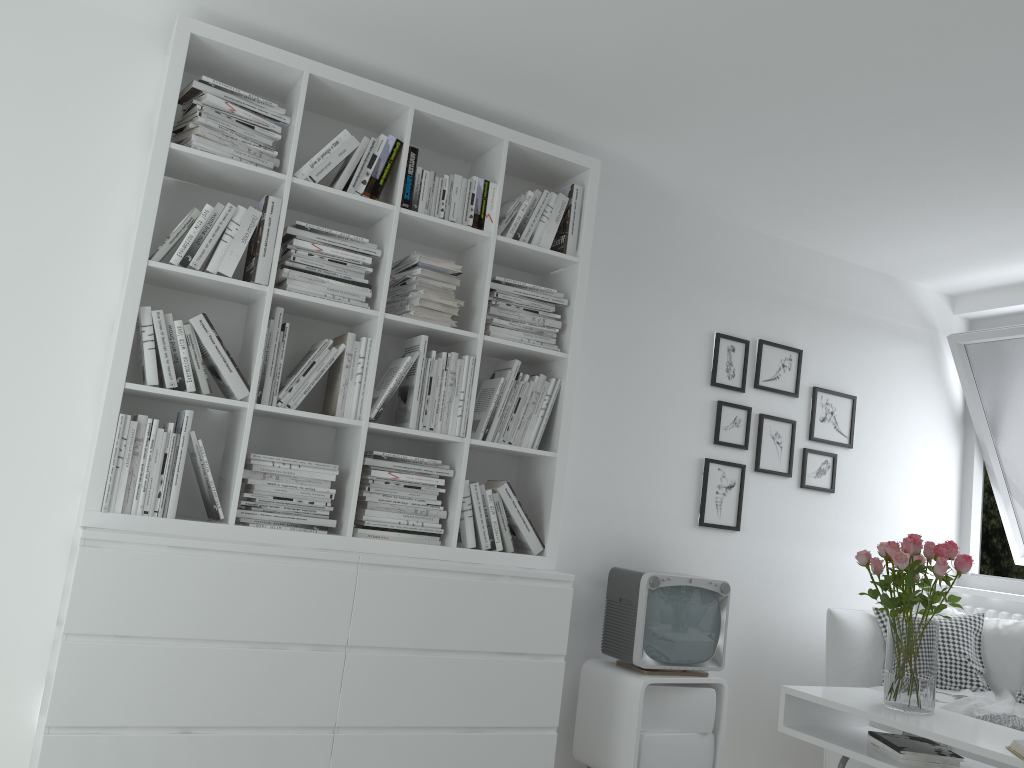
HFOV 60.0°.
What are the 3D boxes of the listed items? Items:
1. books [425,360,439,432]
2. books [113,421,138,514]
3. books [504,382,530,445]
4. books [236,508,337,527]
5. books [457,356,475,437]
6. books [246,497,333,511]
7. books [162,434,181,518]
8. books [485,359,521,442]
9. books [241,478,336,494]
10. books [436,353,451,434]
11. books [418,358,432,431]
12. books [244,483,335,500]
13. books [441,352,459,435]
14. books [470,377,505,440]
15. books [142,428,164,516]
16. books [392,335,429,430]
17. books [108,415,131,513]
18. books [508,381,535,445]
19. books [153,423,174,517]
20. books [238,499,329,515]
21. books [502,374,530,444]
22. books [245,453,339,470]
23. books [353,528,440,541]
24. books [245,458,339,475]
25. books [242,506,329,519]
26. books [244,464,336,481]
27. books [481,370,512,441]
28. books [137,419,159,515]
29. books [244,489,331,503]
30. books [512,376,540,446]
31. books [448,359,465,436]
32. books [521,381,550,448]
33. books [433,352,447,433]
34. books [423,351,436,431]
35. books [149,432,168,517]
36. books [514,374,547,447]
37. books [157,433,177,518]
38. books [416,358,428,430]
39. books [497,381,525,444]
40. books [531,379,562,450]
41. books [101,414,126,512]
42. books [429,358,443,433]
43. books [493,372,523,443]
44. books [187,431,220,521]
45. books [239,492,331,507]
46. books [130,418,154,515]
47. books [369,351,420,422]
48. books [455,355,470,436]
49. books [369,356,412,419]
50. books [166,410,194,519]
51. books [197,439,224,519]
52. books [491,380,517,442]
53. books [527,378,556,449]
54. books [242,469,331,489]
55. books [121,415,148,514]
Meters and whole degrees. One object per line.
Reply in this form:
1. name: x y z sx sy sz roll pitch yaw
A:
1. books: -0.315 0.046 3.161 0.012 0.254 0.161 11 -9 -27
2. books: -1.180 0.251 2.692 0.021 0.273 0.174 11 -9 -27
3. books: -0.016 0.116 3.354 0.077 0.248 0.161 11 -9 -27
4. books: -0.767 0.440 2.937 0.331 0.025 0.176 11 -9 -27
5. books: -0.197 0.051 3.216 0.016 0.288 0.182 11 -9 -27
6. books: -0.740 0.397 2.944 0.256 0.013 0.161 11 -9 -27
7. books: -1.066 0.283 2.750 0.013 0.254 0.161 11 -9 -27
8. books: -0.070 0.068 3.337 0.109 0.325 0.176 11 -9 -27
9. books: -0.756 0.341 2.969 0.288 0.016 0.182 11 -9 -27
10. books: -0.281 0.039 3.204 0.016 0.288 0.182 11 -9 -27
11. books: -0.335 0.040 3.148 0.013 0.256 0.161 11 -9 -27
12. books: -0.744 0.358 2.958 0.263 0.017 0.167 11 -9 -27
13. books: -0.260 0.039 3.215 0.028 0.296 0.180 11 -9 -27
14. books: -0.111 0.098 3.306 0.077 0.248 0.161 11 -9 -27
15. books: -1.113 0.270 2.729 0.017 0.263 0.167 11 -9 -27
16. books: -0.362 -0.001 3.147 0.025 0.331 0.176 11 -9 -27
17. books: -1.195 0.240 2.684 0.016 0.288 0.182 11 -9 -27
18. books: -0.005 0.115 3.370 0.085 0.258 0.167 11 -9 -27
19. books: -1.086 0.263 2.741 0.012 0.285 0.159 11 -9 -27
20. books: -0.774 0.409 2.953 0.288 0.016 0.182 11 -9 -27
21. books: -0.025 0.100 3.358 0.085 0.278 0.159 11 -9 -27
22. books: -0.743 0.259 2.951 0.288 0.016 0.182 11 -9 -27
23. books: -0.443 0.524 3.135 0.308 0.014 0.232 12 -10 -29
24. books: -0.744 0.276 2.960 0.288 0.016 0.182 11 -9 -27
25. books: -0.754 0.424 2.945 0.254 0.013 0.161 11 -9 -27
26. books: -0.746 0.295 2.959 0.273 0.021 0.174 11 -9 -27
27. books: -0.091 0.084 3.314 0.085 0.278 0.159 11 -9 -27
28. books: -1.132 0.255 2.736 0.016 0.288 0.182 11 -9 -27
29. books: -0.748 0.371 2.945 0.254 0.012 0.161 11 -9 -27
30. books: 0.008 0.108 3.393 0.090 0.282 0.182 11 -9 -27
31. books: -0.234 0.053 3.210 0.021 0.273 0.174 11 -9 -27
32. books: 0.050 0.122 3.408 0.091 0.269 0.174 11 -9 -27
33. books: -0.295 0.036 3.198 0.016 0.288 0.182 11 -9 -27
34. books: -0.326 0.029 3.163 0.012 0.285 0.159 11 -9 -27
35. books: -1.096 0.276 2.728 0.012 0.254 0.161 11 -9 -27
36. books: 0.030 0.106 3.404 0.103 0.293 0.180 11 -9 -27
37. books: -1.073 0.279 2.737 0.013 0.256 0.161 11 -9 -27
38. books: -0.350 0.040 3.150 0.013 0.254 0.161 11 -9 -27
39. books: -0.037 0.111 3.341 0.078 0.249 0.161 11 -9 -27
40. books: 0.094 0.119 3.406 0.090 0.282 0.182 11 -9 -27
41. books: -1.204 0.236 2.667 0.016 0.288 0.182 11 -9 -27
42. books: -0.305 0.045 3.176 0.017 0.263 0.167 11 -9 -27
43. books: -0.056 0.095 3.360 0.090 0.282 0.182 11 -9 -27
44. books: -0.976 0.287 2.787 0.131 0.263 0.159 11 -9 -27
45. books: -0.762 0.382 2.944 0.285 0.012 0.159 11 -9 -27
46. books: -1.146 0.252 2.728 0.016 0.288 0.182 11 -9 -27
47. books: -0.428 0.010 3.100 0.131 0.263 0.159 11 -9 -27
48. books: -0.216 0.047 3.219 0.016 0.288 0.182 11 -9 -27
49. books: -0.447 0.016 3.094 0.118 0.235 0.161 11 -9 -27
50. books: -1.046 0.249 2.764 0.025 0.331 0.176 11 -9 -27
51. books: -0.963 0.299 2.797 0.118 0.235 0.161 11 -9 -27
52. books: -0.067 0.106 3.336 0.078 0.248 0.161 11 -9 -27
53. books: 0.072 0.117 3.413 0.090 0.282 0.182 11 -9 -27
54. books: -0.774 0.316 2.960 0.296 0.028 0.180 11 -9 -27
55. books: -1.165 0.245 2.718 0.028 0.296 0.180 11 -9 -27
